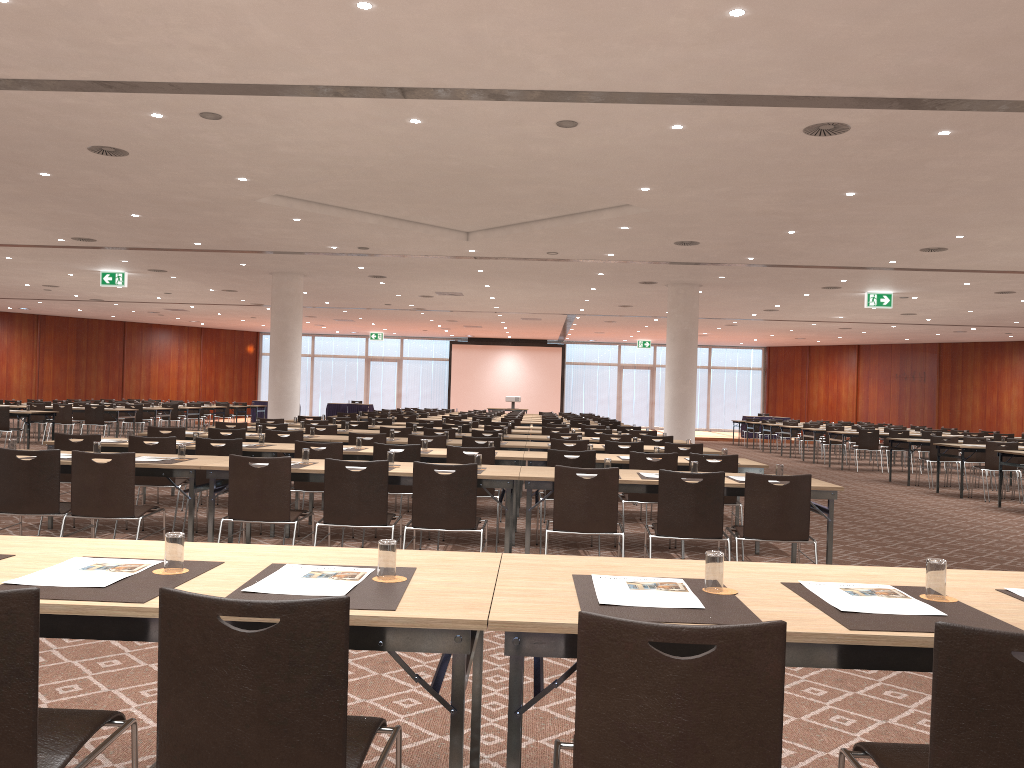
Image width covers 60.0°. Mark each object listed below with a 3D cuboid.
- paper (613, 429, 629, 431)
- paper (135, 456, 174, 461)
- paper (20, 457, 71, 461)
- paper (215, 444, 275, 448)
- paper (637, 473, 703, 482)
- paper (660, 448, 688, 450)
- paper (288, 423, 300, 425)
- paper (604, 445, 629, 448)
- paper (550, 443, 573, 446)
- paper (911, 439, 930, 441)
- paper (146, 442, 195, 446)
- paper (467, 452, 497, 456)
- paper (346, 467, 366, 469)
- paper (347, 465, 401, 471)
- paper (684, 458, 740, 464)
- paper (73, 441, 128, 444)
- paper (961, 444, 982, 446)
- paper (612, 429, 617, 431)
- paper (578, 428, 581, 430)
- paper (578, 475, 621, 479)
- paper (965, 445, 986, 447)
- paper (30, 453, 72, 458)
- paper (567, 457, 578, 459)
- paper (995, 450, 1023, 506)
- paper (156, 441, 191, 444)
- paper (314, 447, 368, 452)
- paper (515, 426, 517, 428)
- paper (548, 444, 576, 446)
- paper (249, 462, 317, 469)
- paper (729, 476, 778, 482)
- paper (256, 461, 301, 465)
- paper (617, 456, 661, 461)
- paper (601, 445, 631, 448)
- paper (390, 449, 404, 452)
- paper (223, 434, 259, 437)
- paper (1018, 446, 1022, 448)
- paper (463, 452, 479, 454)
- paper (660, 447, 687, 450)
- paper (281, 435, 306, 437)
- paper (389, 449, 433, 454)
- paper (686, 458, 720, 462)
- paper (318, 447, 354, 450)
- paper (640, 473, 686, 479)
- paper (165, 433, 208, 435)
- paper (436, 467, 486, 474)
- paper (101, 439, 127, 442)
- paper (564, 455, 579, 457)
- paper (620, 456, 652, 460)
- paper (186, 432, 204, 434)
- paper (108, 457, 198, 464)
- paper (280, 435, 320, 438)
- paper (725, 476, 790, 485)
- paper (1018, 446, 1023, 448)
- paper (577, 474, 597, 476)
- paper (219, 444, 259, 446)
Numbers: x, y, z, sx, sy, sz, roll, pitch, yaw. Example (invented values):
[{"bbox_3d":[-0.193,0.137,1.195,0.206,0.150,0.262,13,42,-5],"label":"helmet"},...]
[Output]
[{"bbox_3d":[2.056,0.861,16.571,0.283,0.006,0.398,2,-1,-1],"label":"paper"},{"bbox_3d":[-2.745,0.566,6.724,0.283,0.006,0.398,2,-1,4],"label":"paper"},{"bbox_3d":[-3.347,0.550,6.672,0.460,0.003,0.565,2,-1,4],"label":"paper"},{"bbox_3d":[-2.620,0.603,8.670,0.460,0.003,0.565,2,-1,5],"label":"paper"},{"bbox_3d":[1.173,0.689,6.570,0.460,0.003,0.565,2,-1,4],"label":"paper"},{"bbox_3d":[1.976,0.773,10.531,0.460,0.003,0.565,2,-1,5],"label":"paper"},{"bbox_3d":[-3.785,0.657,14.701,0.460,0.003,0.565,2,-1,0],"label":"paper"},{"bbox_3d":[1.259,0.748,10.593,0.283,0.006,0.398,2,-1,-1],"label":"paper"},{"bbox_3d":[0.592,0.727,10.627,0.283,0.006,0.398,2,-1,2],"label":"paper"},{"bbox_3d":[7.646,1.035,16.376,0.460,0.003,0.565,2,-1,3],"label":"paper"},{"bbox_3d":[-3.289,0.582,8.672,0.460,0.003,0.565,2,-1,0],"label":"paper"},{"bbox_3d":[-0.380,0.671,8.593,0.460,0.003,0.565,2,-1,1],"label":"paper"},{"bbox_3d":[-1.117,0.615,6.665,0.283,0.006,0.398,2,-1,2],"label":"paper"},{"bbox_3d":[-1.099,0.619,6.615,0.460,0.003,0.565,2,-1,1],"label":"paper"},{"bbox_3d":[1.916,0.741,8.531,0.460,0.003,0.565,2,-1,5],"label":"paper"},{"bbox_3d":[-3.952,0.562,8.699,0.460,0.003,0.565,2,-1,3],"label":"paper"},{"bbox_3d":[7.541,0.999,14.428,0.283,0.006,0.398,2,-1,2],"label":"paper"},{"bbox_3d":[2.092,0.866,16.535,0.460,0.003,0.565,2,-1,3],"label":"paper"},{"bbox_3d":[1.465,0.846,16.523,0.460,0.003,0.565,2,-1,5],"label":"paper"},{"bbox_3d":[0.568,0.670,6.588,0.460,0.003,0.565,2,-1,4],"label":"paper"},{"bbox_3d":[7.579,1.003,14.365,0.460,0.003,0.565,2,-1,0],"label":"paper"},{"bbox_3d":[-3.406,0.546,6.738,0.283,0.006,0.398,2,-1,5],"label":"paper"},{"bbox_3d":[0.578,0.700,8.563,0.460,0.003,0.565,2,-1,3],"label":"paper"},{"bbox_3d":[8.179,1.412,12.499,2.267,0.833,0.953,2,-1,2],"label":"paper"},{"bbox_3d":[-3.357,0.577,8.749,0.283,0.006,0.398,2,-1,2],"label":"paper"},{"bbox_3d":[-1.673,0.631,8.613,0.460,0.003,0.565,2,-1,2],"label":"paper"},{"bbox_3d":[-0.135,0.798,16.572,0.460,0.003,0.565,2,-1,3],"label":"paper"},{"bbox_3d":[0.656,0.732,10.558,0.460,0.003,0.565,2,-1,1],"label":"paper"},{"bbox_3d":[-1.738,0.599,6.602,0.460,0.003,0.565,2,-1,2],"label":"paper"},{"bbox_3d":[1.786,0.704,6.565,0.283,0.006,0.398,2,-1,1],"label":"paper"},{"bbox_3d":[-1.763,0.596,6.682,0.283,0.006,0.398,2,-1,0],"label":"paper"},{"bbox_3d":[1.263,0.721,8.525,0.460,0.003,0.565,2,-1,1],"label":"paper"},{"bbox_3d":[1.309,0.752,10.539,0.460,0.003,0.565,2,-1,3],"label":"paper"},{"bbox_3d":[-1.047,0.648,8.673,0.283,0.006,0.398,2,-1,3],"label":"paper"},{"bbox_3d":[-3.237,0.614,10.695,0.460,0.003,0.565,2,-1,5],"label":"paper"},{"bbox_3d":[8.241,1.024,14.353,0.460,0.003,0.565,2,-1,3],"label":"paper"},{"bbox_3d":[-0.421,0.667,8.659,0.283,0.006,0.398,2,-1,1],"label":"paper"},{"bbox_3d":[1.912,0.768,10.587,0.283,0.006,0.398,2,-1,-1],"label":"paper"},{"bbox_3d":[-2.632,0.629,10.711,0.283,0.006,0.398,2,-1,-1],"label":"paper"},{"bbox_3d":[-1.020,0.651,8.600,0.460,0.003,0.565,2,-1,0],"label":"paper"},{"bbox_3d":[1.852,0.736,8.583,0.283,0.006,0.398,2,-1,2],"label":"paper"},{"bbox_3d":[-1.733,0.627,8.698,0.283,0.006,0.398,2,-1,3],"label":"paper"},{"bbox_3d":[1.121,0.684,6.629,0.283,0.006,0.398,2,-1,0],"label":"paper"},{"bbox_3d":[-3.894,0.593,10.664,0.460,0.003,0.565,2,-1,1],"label":"paper"},{"bbox_3d":[-0.440,0.640,6.619,0.460,0.003,0.565,2,-1,3],"label":"paper"},{"bbox_3d":[-3.993,0.558,8.768,0.283,0.006,0.398,2,-1,3],"label":"paper"},{"bbox_3d":[0.543,0.696,8.614,0.283,0.006,0.398,2,-1,1],"label":"paper"},{"bbox_3d":[1.197,0.716,8.594,0.283,0.006,0.398,2,-1,3],"label":"paper"},{"bbox_3d":[-3.926,0.589,10.745,0.283,0.006,0.398,2,-1,3],"label":"paper"},{"bbox_3d":[-2.680,0.571,6.643,0.460,0.003,0.565,2,-1,-1],"label":"paper"},{"bbox_3d":[-2.604,0.633,10.652,0.460,0.003,0.565,2,-1,3],"label":"paper"},{"bbox_3d":[1.842,0.709,6.532,0.460,0.003,0.565,2,-1,2],"label":"paper"},{"bbox_3d":[8.210,1.019,14.404,0.283,0.006,0.398,2,-1,1],"label":"paper"},{"bbox_3d":[0.513,0.666,6.644,0.283,0.006,0.398,2,-1,1],"label":"paper"},{"bbox_3d":[-2.694,0.597,8.705,0.283,0.006,0.398,2,-1,3],"label":"paper"}]
